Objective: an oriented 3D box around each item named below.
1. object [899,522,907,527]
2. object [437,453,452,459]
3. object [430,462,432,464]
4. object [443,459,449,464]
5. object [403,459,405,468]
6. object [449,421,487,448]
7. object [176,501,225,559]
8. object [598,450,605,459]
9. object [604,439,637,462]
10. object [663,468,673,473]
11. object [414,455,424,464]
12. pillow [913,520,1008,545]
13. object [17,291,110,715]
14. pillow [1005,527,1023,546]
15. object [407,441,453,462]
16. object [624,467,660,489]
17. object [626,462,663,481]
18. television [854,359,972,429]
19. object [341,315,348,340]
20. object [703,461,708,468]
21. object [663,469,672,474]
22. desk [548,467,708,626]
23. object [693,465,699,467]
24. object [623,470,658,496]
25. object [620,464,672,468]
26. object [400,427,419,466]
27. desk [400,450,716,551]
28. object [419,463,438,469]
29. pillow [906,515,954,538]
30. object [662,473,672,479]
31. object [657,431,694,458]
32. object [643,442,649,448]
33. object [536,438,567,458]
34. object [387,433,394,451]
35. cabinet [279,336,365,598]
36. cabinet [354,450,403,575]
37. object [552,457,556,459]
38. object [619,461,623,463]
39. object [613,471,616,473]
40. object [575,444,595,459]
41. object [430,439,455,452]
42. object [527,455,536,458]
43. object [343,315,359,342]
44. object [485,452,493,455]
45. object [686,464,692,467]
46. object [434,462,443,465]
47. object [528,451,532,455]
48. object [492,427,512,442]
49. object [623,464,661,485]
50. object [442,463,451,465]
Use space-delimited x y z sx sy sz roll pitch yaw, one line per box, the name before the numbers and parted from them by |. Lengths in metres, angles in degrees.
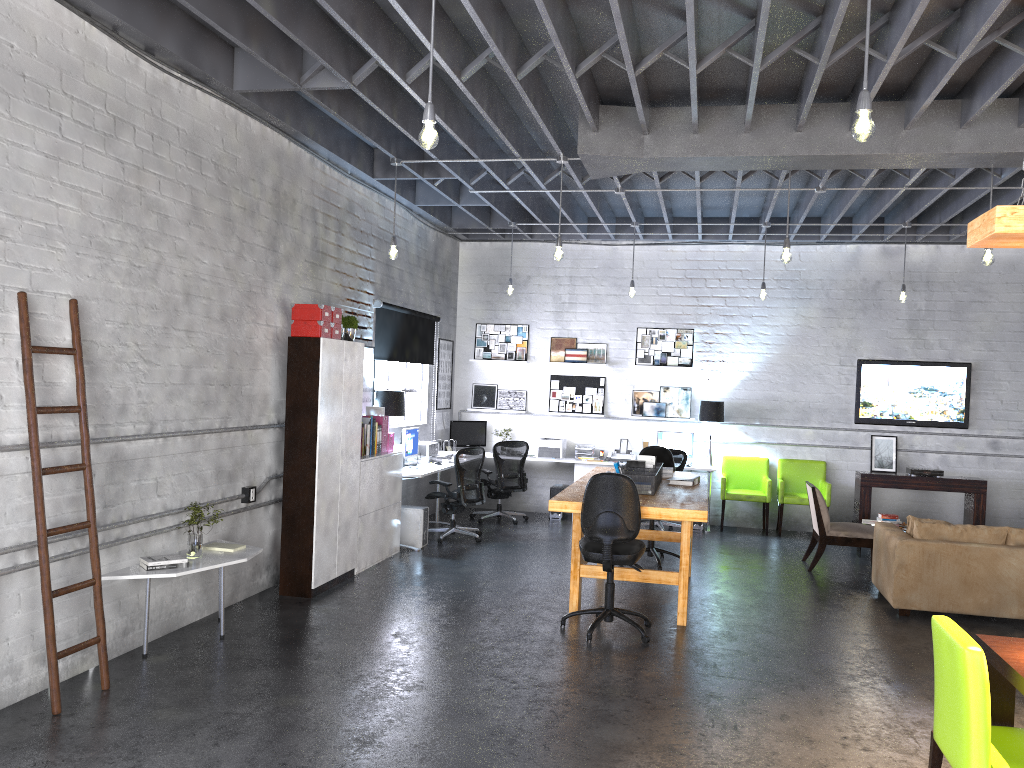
object | 4.488 1.597 10.103 0.151 0.040 0.151 2 0 30
object | -0.954 0.877 10.861 0.392 0.064 0.259 2 0 12
object | -0.896 0.906 10.131 0.076 0.016 0.017 2 1 2
object | -0.753 0.888 10.113 0.078 0.049 0.062 2 1 -17
object | -1.269 0.797 9.541 0.209 0.208 0.104 2 1 12
object | -0.600 0.707 11.908 0.560 0.427 0.147 2 1 -41
object | -2.032 0.953 5.771 0.271 0.363 0.297 2 1 -43
object | 1.185 0.931 11.703 0.093 0.116 0.067 2 1 12
object | 1.428 0.863 11.599 0.405 0.280 0.399 2 1 12
object | 1.217 0.791 8.179 0.519 0.047 0.046 2 1 12
object | -1.059 0.862 10.124 0.082 0.090 0.090 3 1 37
pillow | 3.635 1.323 7.264 0.704 0.402 0.291 2 1 12
object | -2.343 0.597 4.653 0.320 2.121 0.425 3 1 12
pillow | 4.295 1.350 7.119 0.666 0.402 0.291 2 1 12
object | -0.944 0.796 10.422 0.485 0.230 0.420 2 0 12
object | 1.050 0.782 7.324 0.316 0.156 0.306 2 0 12
object | 1.182 0.785 7.925 0.316 0.156 0.306 2 0 12
television | 4.955 0.121 10.979 1.324 0.816 0.021 2 1 12
object | -1.495 -0.485 7.586 0.169 0.240 0.171 2 1 -39
object | 2.409 1.003 11.057 0.069 0.083 0.090 2 1 12
object | 1.205 0.791 8.125 0.519 0.047 0.046 2 1 10
desk | 1.092 1.324 7.623 1.115 0.926 2.832 2 0 12
object | 2.318 1.036 11.185 0.046 0.009 0.121 2 0 -3
object | 0.984 0.780 7.024 0.316 0.156 0.306 2 0 12
object | 1.247 0.792 8.316 0.519 0.047 0.046 2 1 12
object | -1.178 0.695 9.847 0.212 0.417 0.465 3 1 12
desk | 0.536 1.364 10.314 3.574 0.785 3.298 2 0 12
object | -0.930 0.900 9.757 0.181 0.028 0.422 2 0 2
pillow | 3.546 1.317 7.501 0.523 0.403 0.319 3 1 32
object | 1.200 0.830 8.111 0.519 0.047 0.047 2 1 12
object | 2.111 0.823 11.443 0.465 0.417 0.212 3 1 17
object | 1.723 0.886 11.529 0.087 0.259 0.236 3 1 12
object | 0.528 0.849 11.808 0.351 0.235 0.351 2 0 12
object | -1.310 0.577 8.886 0.214 0.177 0.161 2 1 13
cabinet | -1.568 0.657 7.391 0.291 2.048 0.873 3 1 12
cabinet | -1.462 1.171 8.435 0.465 1.021 1.151 3 1 12
object | 0.550 0.960 11.490 0.075 0.016 0.017 2 1 37
object | 1.390 0.995 11.312 0.017 0.016 0.076 2 0 -28
object | 0.812 0.773 7.251 0.057 0.057 0.635 2 0 12
object | 0.964 0.894 11.708 0.229 0.181 0.316 2 0 12
object | -0.873 0.809 11.190 0.324 0.208 0.233 2 1 12
object | 0.260 0.945 11.592 0.103 0.021 0.131 2 0 -8
object | -1.417 -0.483 7.721 0.169 0.240 0.171 2 1 11
object | -0.456 0.913 11.612 0.422 0.028 0.181 2 0 -28
object | 2.221 1.019 11.123 0.058 0.036 0.114 3 0 27
object | -0.843 0.898 10.039 0.114 0.036 0.058 2 0 2
object | 0.212 0.927 11.917 0.105 0.052 0.023 2 1 12
object | -0.120 0.758 11.983 0.297 0.363 0.271 2 1 -33
object | 1.116 0.784 7.625 0.316 0.156 0.306 2 0 12
object | -0.762 0.911 10.111 0.119 0.016 0.119 2 0 30
